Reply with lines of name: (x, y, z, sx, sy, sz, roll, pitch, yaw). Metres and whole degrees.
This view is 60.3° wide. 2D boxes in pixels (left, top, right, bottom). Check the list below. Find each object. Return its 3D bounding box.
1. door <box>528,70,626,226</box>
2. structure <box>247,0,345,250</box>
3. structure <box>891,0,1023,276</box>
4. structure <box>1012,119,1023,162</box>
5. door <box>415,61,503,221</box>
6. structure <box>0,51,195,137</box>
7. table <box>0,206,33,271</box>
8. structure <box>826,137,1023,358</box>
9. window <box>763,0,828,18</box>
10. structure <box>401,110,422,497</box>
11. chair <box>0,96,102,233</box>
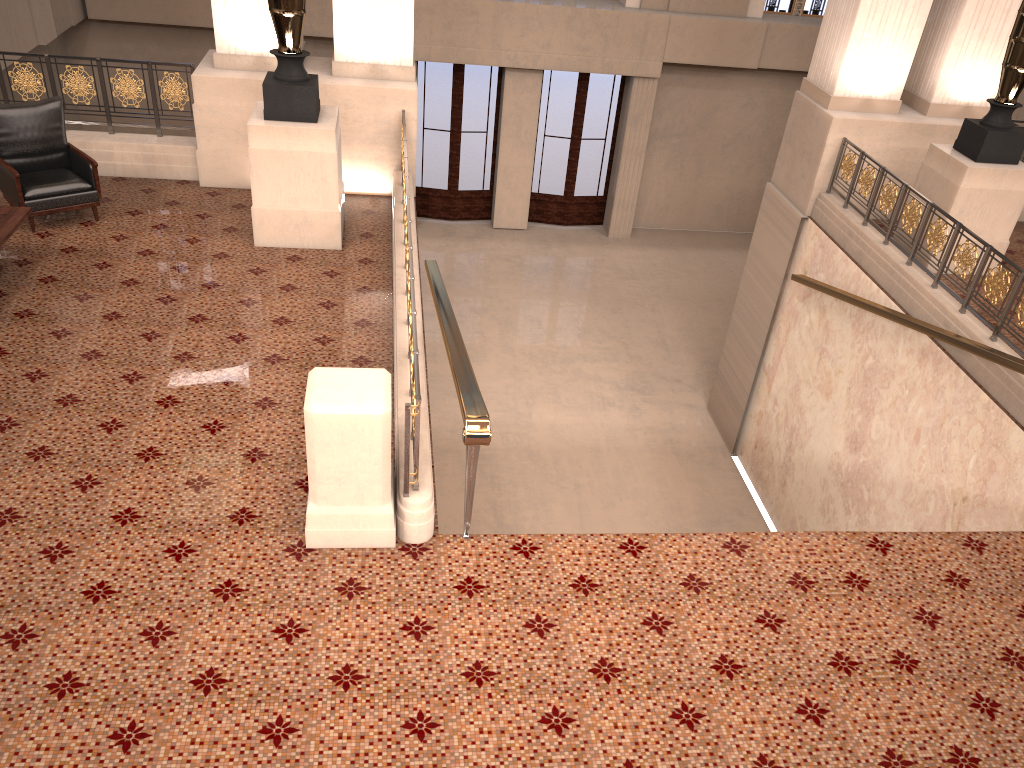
door: (1.088, -4.121, 15.441, 1.491, 2.875, 0.147, 1, 35, -8)
structure: (-1.671, -2.499, 6.674, 0.700, 2.943, 0.663, 0, 35, -8)
structure: (4.198, -2.387, 7.516, 0.700, 2.943, 0.663, 0, 35, -8)
structure: (6.210, -2.414, 9.391, 2.535, 0.691, 0.030, 1, 35, -8)
door: (-0.979, -4.160, 15.144, 1.491, 2.875, 0.147, 1, 35, -8)
structure: (-4.128, -2.610, 7.908, 2.535, 0.691, 0.030, 1, 35, -8)
table: (-3.809, -0.713, 5.837, 0.839, 0.461, 1.397, 1, 33, -8)
structure: (3.463, -0.871, 6.752, 0.079, 0.568, 4.674, 0, 33, -9)
window: (5.725, -8.551, 13.422, 2.988, 5.656, 0.066, 1, 35, -8)
structure: (-0.727, -0.951, 6.151, 0.079, 0.568, 4.674, 1, 33, -8)
chair: (-3.760, -1.758, 7.065, 0.634, 0.891, 0.694, -23, 44, -36)
